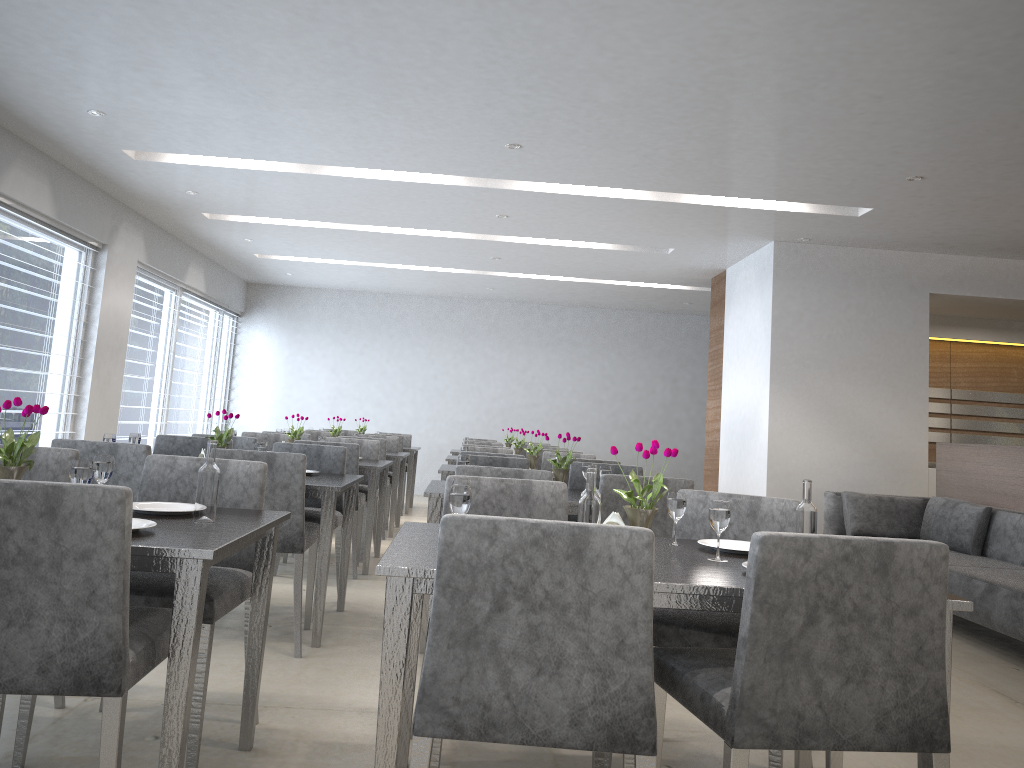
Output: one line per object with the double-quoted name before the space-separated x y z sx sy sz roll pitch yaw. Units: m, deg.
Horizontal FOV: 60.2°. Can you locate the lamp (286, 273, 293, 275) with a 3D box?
"lamp" -2.588 -1.275 10.282 0.089 0.007 0.088 1 -4 42

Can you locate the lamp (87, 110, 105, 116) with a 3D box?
"lamp" -2.326 -1.514 4.942 0.089 0.007 0.088 1 -4 42

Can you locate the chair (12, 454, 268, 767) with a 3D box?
"chair" -0.971 0.597 2.451 0.477 0.769 0.488 4 -6 3

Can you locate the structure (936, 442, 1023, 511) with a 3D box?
"structure" 3.183 0.842 4.354 0.224 1.015 3.748 4 -3 -3

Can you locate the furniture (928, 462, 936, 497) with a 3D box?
"furniture" 6.024 1.191 6.016 5.645 0.861 4.227 4 -3 -2

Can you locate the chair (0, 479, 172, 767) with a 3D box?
"chair" -0.949 0.567 1.798 0.476 0.769 0.488 5 -6 -7

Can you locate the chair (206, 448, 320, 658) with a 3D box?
"chair" -1.036 0.647 3.578 0.476 0.769 0.488 5 -6 -7

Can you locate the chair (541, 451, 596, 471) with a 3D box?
"chair" 0.372 0.856 5.969 0.477 0.769 0.488 4 -6 3

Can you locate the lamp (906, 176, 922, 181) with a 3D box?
"lamp" 2.333 -1.192 5.130 0.089 0.007 0.088 1 -4 42

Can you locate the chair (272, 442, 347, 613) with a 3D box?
"chair" -1.058 0.677 4.230 0.477 0.769 0.488 4 -6 3

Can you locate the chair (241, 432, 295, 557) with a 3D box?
"chair" -1.685 0.714 5.894 0.476 0.769 0.488 5 -6 -7

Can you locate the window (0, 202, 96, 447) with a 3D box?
"window" -3.234 -0.228 3.290 0.158 2.088 7.053 4 -3 -3

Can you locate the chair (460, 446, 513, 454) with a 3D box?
"chair" -0.172 0.819 5.955 0.476 0.769 0.488 5 -6 -7

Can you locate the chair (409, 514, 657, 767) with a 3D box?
"chair" 0.045 0.630 1.719 0.477 0.769 0.488 4 -6 3

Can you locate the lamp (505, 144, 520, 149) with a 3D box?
"lamp" 0.004 -1.353 5.036 0.089 0.007 0.088 1 -4 42

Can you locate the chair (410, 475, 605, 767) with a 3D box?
"chair" -0.009 0.661 2.438 0.476 0.769 0.488 5 -6 -7

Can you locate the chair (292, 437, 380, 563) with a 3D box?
"chair" -1.141 0.752 5.908 0.477 0.769 0.488 4 -6 3

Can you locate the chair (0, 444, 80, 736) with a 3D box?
"chair" -1.515 0.560 2.437 0.476 0.769 0.488 5 -6 -7

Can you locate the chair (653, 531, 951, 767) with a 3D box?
"chair" 0.567 0.669 1.797 0.476 0.769 0.488 5 -6 -7

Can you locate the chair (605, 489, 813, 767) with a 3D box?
"chair" 0.563 0.700 2.453 0.477 0.769 0.488 1 -7 27

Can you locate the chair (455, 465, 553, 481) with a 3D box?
"chair" -0.046 0.712 3.560 0.477 0.769 0.488 4 -6 3

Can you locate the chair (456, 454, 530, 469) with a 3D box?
"chair" -0.089 0.744 4.277 0.476 0.769 0.488 5 -6 -7

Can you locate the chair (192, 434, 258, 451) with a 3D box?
"chair" -1.641 0.683 5.177 0.477 0.769 0.488 4 -6 3

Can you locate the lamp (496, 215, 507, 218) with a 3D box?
"lamp" -0.080 -1.277 6.740 0.089 0.007 0.088 1 -4 42

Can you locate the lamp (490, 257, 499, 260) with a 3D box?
"lamp" -0.164 -1.200 8.455 0.089 0.007 0.088 1 -4 42

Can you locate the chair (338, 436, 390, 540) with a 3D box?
"chair" -1.202 0.798 6.951 0.476 0.769 0.488 5 -6 -7

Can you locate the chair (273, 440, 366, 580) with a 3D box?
"chair" -1.119 0.722 5.256 0.476 0.769 0.488 5 -6 -7

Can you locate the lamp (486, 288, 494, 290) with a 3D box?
"lamp" -0.259 -1.114 10.376 0.089 0.007 0.088 1 -4 42

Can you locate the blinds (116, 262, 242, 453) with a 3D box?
"blinds" -3.421 0.019 9.254 0.045 2.060 3.625 4 -4 -3

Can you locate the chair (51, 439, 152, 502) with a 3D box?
"chair" -1.559 0.608 3.499 0.477 0.769 0.488 4 -6 3

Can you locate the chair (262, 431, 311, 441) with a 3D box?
"chair" -1.725 0.759 6.873 0.477 0.769 0.488 4 -6 3

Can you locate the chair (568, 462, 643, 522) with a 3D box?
"chair" 0.455 0.781 4.291 0.477 0.769 0.488 4 -6 3

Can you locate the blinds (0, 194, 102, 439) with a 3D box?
"blinds" -3.127 -0.248 3.287 0.045 2.058 7.048 4 -3 -3

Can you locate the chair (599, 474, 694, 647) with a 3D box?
"chair" 0.477 0.751 3.639 0.476 0.769 0.488 5 -6 -7

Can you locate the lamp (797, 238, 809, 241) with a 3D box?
"lamp" 2.250 -1.115 6.834 0.089 0.007 0.088 1 -4 42

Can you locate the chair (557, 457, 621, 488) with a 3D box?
"chair" 0.394 0.826 5.317 0.476 0.769 0.488 5 -6 -7

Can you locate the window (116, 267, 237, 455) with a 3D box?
"window" -3.527 0.038 9.237 0.158 2.089 3.633 4 -4 -3

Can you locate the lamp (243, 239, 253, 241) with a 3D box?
"lamp" -2.494 -1.361 8.361 0.089 0.007 0.088 1 -4 42

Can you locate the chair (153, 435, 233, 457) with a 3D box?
"chair" -1.602 0.639 4.216 0.476 0.769 0.488 5 -6 -7

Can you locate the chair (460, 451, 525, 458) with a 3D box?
"chair" -0.128 0.788 5.238 0.477 0.769 0.488 4 -6 3

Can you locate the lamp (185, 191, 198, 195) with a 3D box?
"lamp" -2.409 -1.438 6.646 0.089 0.007 0.088 1 -4 42
